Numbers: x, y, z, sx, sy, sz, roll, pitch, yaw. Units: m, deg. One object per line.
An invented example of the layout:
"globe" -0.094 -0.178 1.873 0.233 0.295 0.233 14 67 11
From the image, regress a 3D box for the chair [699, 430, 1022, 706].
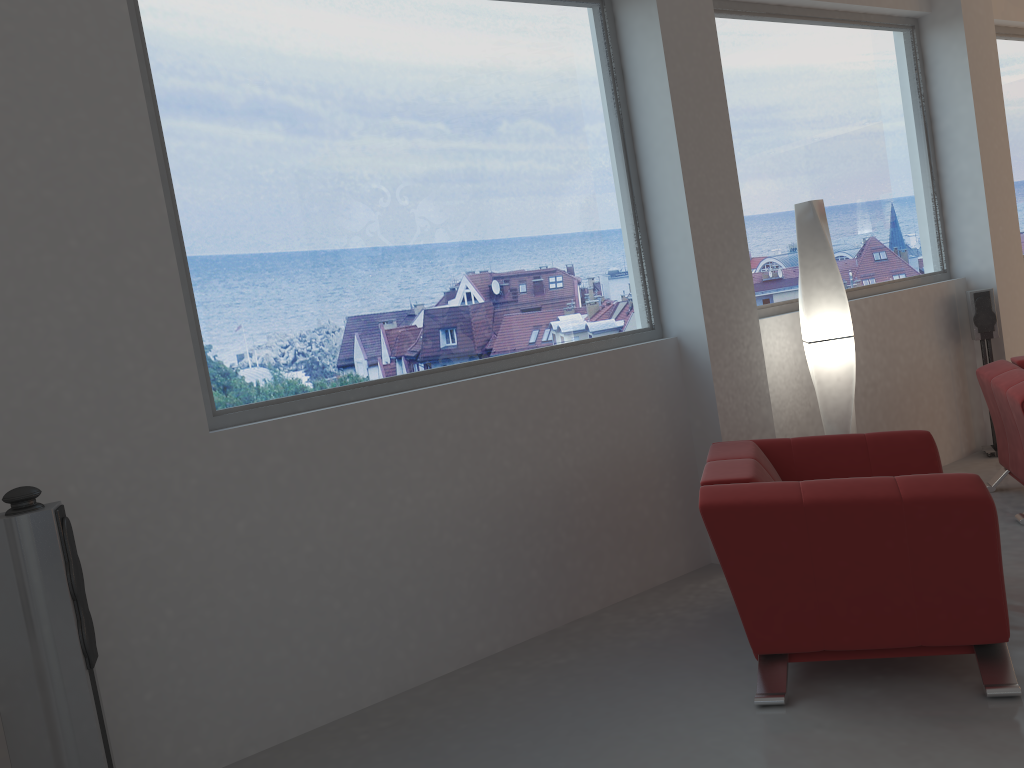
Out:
"chair" 1.293 0.607 3.479 0.951 0.738 1.288 -8 4 16

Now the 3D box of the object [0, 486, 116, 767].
"object" -1.358 0.886 2.602 0.273 1.184 0.255 -11 4 -19

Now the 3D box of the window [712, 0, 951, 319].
"window" 1.921 -1.405 5.508 2.400 1.800 0.100 -12 5 -34

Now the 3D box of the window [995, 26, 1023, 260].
"window" 4.198 -1.898 7.061 2.400 1.800 0.100 -12 5 -34

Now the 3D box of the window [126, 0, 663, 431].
"window" -0.357 -0.913 3.956 2.400 1.800 0.100 -12 5 -34

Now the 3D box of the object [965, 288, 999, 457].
"object" 3.194 -0.079 5.932 0.214 1.112 0.229 -8 4 21

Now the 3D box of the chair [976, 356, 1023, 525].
"chair" 3.200 0.206 4.628 1.288 0.738 0.951 -8 4 16

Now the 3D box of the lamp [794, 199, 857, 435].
"lamp" 1.703 -0.081 4.721 0.313 1.779 0.313 -13 6 -42
